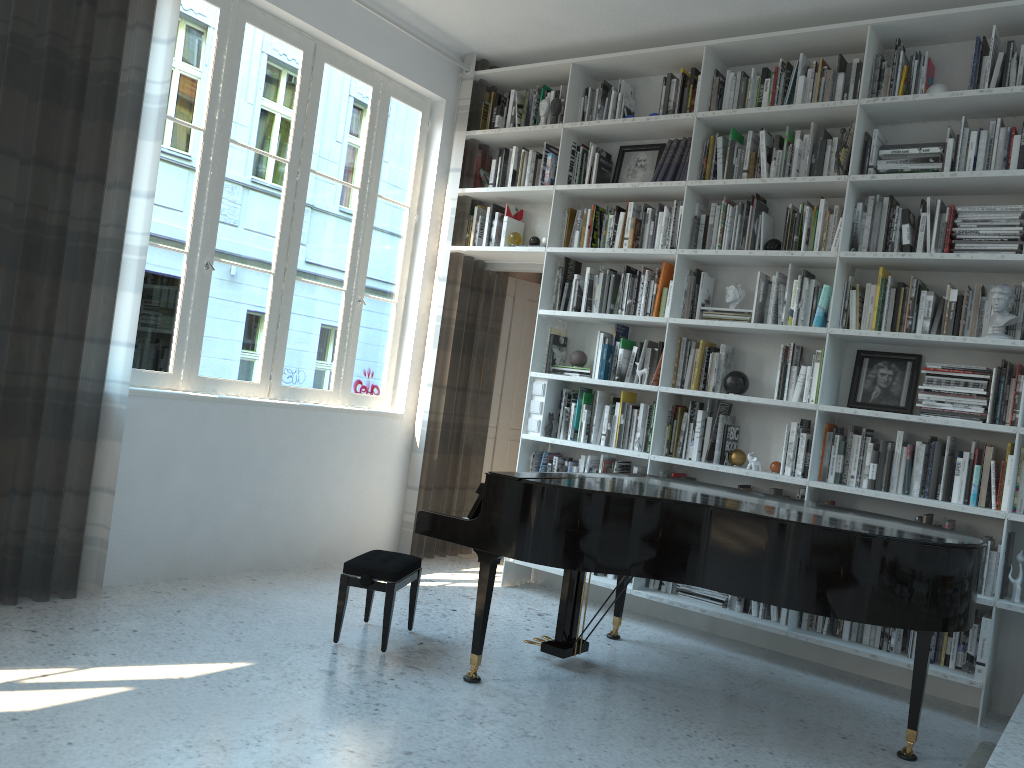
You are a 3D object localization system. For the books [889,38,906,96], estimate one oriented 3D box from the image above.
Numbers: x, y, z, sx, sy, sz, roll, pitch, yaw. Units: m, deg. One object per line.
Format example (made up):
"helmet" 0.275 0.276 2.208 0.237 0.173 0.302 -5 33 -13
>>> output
"books" 1.886 -1.499 4.350 0.014 0.341 0.145 8 0 35

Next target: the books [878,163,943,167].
"books" 1.927 -1.031 4.271 0.285 0.012 0.159 7 -1 33

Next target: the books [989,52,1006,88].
"books" 2.234 -1.390 4.076 0.050 0.211 0.173 8 0 35

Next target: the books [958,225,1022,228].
"books" 2.188 -0.703 4.054 0.254 0.012 0.161 7 -1 32

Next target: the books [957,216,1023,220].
"books" 2.190 -0.740 4.050 0.254 0.012 0.161 7 -1 40

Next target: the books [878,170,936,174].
"books" 1.918 -0.996 4.266 0.254 0.012 0.161 7 -1 40

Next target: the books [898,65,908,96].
"books" 1.913 -1.422 4.314 0.023 0.195 0.172 8 0 35

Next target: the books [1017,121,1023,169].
"books" 2.307 -1.030 3.983 0.032 0.248 0.173 8 0 35

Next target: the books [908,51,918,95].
"books" 1.949 -1.453 4.293 0.013 0.264 0.147 8 0 35

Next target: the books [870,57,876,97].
"books" 1.810 -1.465 4.401 0.012 0.254 0.161 8 0 35

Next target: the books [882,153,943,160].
"books" 1.931 -1.074 4.267 0.254 0.025 0.161 7 -1 31

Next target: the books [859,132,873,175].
"books" 1.761 -1.101 4.400 0.012 0.254 0.161 8 0 35

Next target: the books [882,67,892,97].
"books" 1.853 -1.430 4.351 0.026 0.194 0.166 8 0 35

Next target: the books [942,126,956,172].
"books" 2.055 -1.064 4.174 0.012 0.254 0.161 8 0 35

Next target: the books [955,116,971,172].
"books" 2.097 -1.074 4.126 0.011 0.284 0.190 8 0 35

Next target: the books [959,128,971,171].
"books" 2.116 -1.048 4.130 0.021 0.237 0.171 8 0 35

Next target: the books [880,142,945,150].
"books" 1.943 -1.121 4.275 0.285 0.024 0.159 7 -1 35

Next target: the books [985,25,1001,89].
"books" 2.215 -1.453 4.089 0.010 0.331 0.186 8 0 35

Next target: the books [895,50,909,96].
"books" 1.897 -1.460 4.314 0.011 0.265 0.163 8 0 35

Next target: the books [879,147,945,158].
"books" 1.937 -1.098 4.271 0.285 0.024 0.159 7 -1 37

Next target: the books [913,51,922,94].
"books" 1.964 -1.446 4.274 0.005 0.255 0.168 8 0 35

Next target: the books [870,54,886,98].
"books" 1.814 -1.464 4.374 0.026 0.253 0.185 8 0 35

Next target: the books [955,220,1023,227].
"books" 2.194 -0.727 4.058 0.285 0.012 0.159 7 -1 34

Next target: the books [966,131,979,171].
"books" 2.141 -1.035 4.108 0.027 0.216 0.190 8 0 35

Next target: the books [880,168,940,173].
"books" 1.922 -1.008 4.270 0.254 0.012 0.161 7 -1 32

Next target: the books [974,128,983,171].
"books" 2.165 -1.045 4.106 0.012 0.244 0.131 8 0 35

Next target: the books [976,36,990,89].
"books" 2.186 -1.439 4.121 0.011 0.296 0.157 8 0 35

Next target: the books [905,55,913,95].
"books" 1.941 -1.445 4.306 0.014 0.248 0.139 8 0 35

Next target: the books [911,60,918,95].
"books" 1.955 -1.429 4.281 0.016 0.219 0.144 8 0 35

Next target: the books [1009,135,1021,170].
"books" 2.279 -1.003 4.001 0.028 0.188 0.176 8 0 35

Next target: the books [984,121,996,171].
"books" 2.213 -1.054 4.087 0.029 0.273 0.140 8 0 35

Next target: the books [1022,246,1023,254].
"books" 2.304 -0.663 3.953 0.012 0.254 0.161 8 0 35

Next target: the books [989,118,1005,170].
"books" 2.221 -1.051 4.055 0.023 0.269 0.185 8 0 35

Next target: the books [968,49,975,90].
"books" 2.159 -1.417 4.149 0.012 0.245 0.151 8 0 35

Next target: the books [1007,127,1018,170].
"books" 2.267 -1.026 4.016 0.012 0.230 0.158 8 0 35

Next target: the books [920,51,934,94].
"books" 1.990 -1.443 4.258 0.011 0.256 0.143 8 0 35

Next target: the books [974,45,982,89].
"books" 2.180 -1.425 4.134 0.011 0.267 0.129 8 0 35

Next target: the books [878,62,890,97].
"books" 1.843 -1.447 4.375 0.023 0.228 0.157 8 0 35

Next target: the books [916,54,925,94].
"books" 1.982 -1.441 4.284 0.013 0.249 0.148 8 0 35

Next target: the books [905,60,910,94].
"books" 1.939 -1.438 4.322 0.006 0.233 0.136 8 0 35

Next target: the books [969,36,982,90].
"books" 2.163 -1.440 4.128 0.014 0.292 0.176 8 0 35

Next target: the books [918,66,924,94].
"books" 1.981 -1.409 4.269 0.010 0.186 0.152 8 0 35

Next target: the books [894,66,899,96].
"books" 1.900 -1.429 4.342 0.011 0.205 0.145 8 0 35

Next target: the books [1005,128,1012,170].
"books" 2.262 -1.026 4.028 0.010 0.230 0.152 8 0 35

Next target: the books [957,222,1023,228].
"books" 2.190 -0.715 4.055 0.254 0.012 0.161 7 -1 37

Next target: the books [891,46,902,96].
"books" 1.890 -1.476 4.338 0.010 0.296 0.153 8 0 35

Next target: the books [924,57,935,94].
"books" 2.006 -1.431 4.270 0.004 0.235 0.137 8 0 35

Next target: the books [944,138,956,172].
"books" 2.063 -1.030 4.160 0.025 0.187 0.193 8 0 35

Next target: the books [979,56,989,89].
"books" 2.204 -1.392 4.119 0.031 0.208 0.147 8 0 35

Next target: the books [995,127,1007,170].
"books" 2.232 -1.026 4.034 0.023 0.223 0.191 8 0 35

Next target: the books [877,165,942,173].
"books" 1.924 -1.020 4.269 0.285 0.012 0.159 7 -1 32

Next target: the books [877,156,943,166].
"books" 1.926 -1.049 4.265 0.285 0.024 0.159 7 -1 40

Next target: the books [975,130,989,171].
"books" 2.175 -1.031 4.087 0.028 0.219 0.183 8 0 35

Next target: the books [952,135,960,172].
"books" 2.102 -1.042 4.170 0.024 0.223 0.128 8 0 35

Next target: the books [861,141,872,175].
"books" 1.761 -1.075 4.373 0.027 0.201 0.167 8 0 35

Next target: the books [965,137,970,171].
"books" 2.133 -1.029 4.130 0.011 0.204 0.133 8 0 35
